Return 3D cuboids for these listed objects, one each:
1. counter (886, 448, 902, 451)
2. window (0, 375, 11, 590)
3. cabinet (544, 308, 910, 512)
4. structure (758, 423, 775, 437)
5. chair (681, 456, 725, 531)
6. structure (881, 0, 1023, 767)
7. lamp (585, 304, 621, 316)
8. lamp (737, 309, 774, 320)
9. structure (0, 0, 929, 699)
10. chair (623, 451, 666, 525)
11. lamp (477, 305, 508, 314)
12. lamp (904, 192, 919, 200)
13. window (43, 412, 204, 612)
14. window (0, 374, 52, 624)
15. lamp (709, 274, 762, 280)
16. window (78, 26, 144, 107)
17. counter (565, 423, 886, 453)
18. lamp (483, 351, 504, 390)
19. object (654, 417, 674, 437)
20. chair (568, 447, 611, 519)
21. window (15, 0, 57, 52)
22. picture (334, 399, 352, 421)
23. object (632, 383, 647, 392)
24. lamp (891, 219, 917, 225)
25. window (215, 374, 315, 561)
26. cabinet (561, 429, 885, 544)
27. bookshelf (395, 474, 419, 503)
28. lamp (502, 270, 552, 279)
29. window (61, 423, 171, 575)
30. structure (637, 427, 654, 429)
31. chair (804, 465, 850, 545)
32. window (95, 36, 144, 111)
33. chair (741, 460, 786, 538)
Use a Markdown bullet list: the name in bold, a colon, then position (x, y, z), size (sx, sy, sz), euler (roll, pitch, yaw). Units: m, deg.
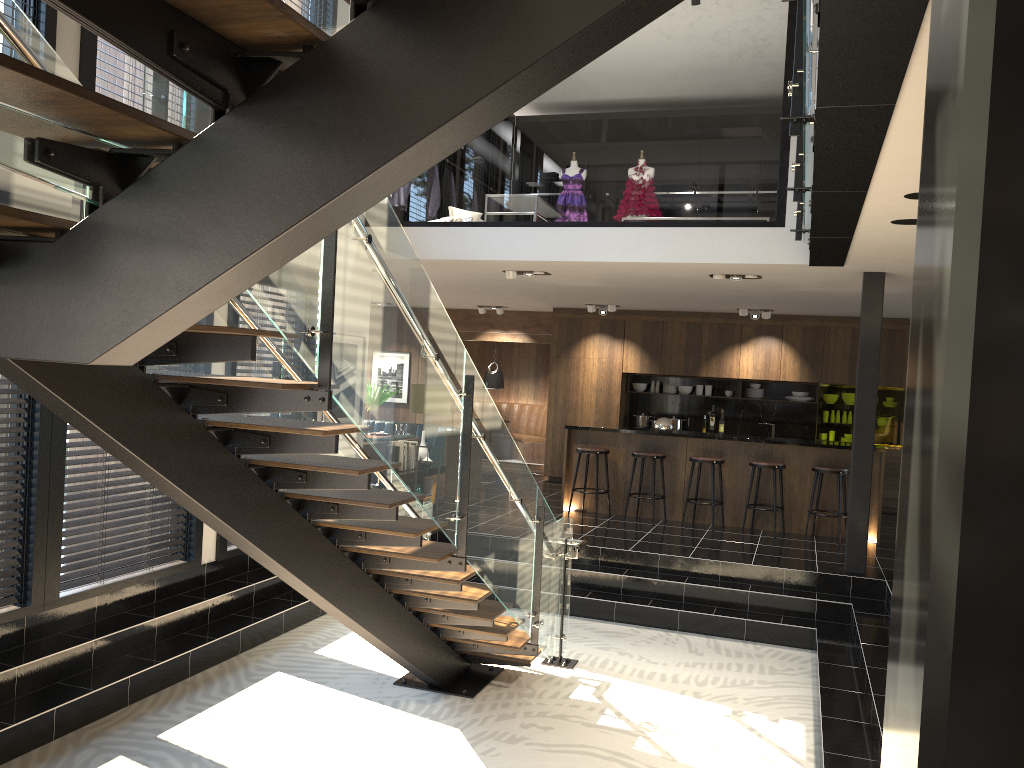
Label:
- **counter**: position (3.946, 0.833, 13.237), size (4.590, 0.005, 0.862), euler (3, 1, 18)
- **window**: position (-3.255, 0.135, 4.762), size (0.005, 2.298, 1.313), euler (4, 1, 18)
- **cabinet**: position (3.969, 0.347, 13.221), size (6.891, 2.691, 0.869), euler (3, 1, 18)
- **structure**: position (3.770, 0.706, 13.146), size (0.242, 0.231, 0.173), euler (4, 1, 18)
- **chair**: position (2.186, 1.229, 10.047), size (0.412, 0.799, 0.412), euler (4, 1, 27)
- **structure**: position (-0.892, 0.461, 0.931), size (3.781, 3.246, 1.149), euler (4, 1, 18)
- **lamp**: position (1.330, -1.154, 12.982), size (0.501, 0.294, 0.349), euler (3, 1, 18)
- **lamp**: position (3.378, -1.040, 12.309), size (0.501, 0.280, 0.349), euler (3, 1, 18)
- **structure**: position (0.248, 0.084, 4.542), size (3.446, 4.870, 7.279), euler (4, 1, 17)
- **chair**: position (1.560, 1.192, 10.252), size (0.412, 0.799, 0.412), euler (4, 1, 27)
- **lamp**: position (-0.318, -1.267, 14.396), size (0.501, 0.280, 0.349), euler (3, 1, 18)
- **lamp**: position (2.303, -1.028, 4.784), size (0.346, 0.247, 0.195), euler (3, 1, 18)
- **window**: position (-2.724, 0.152, 6.153), size (0.358, 2.476, 1.498), euler (4, 1, 18)
- **window**: position (-3.190, 0.139, 4.732), size (0.358, 2.476, 1.498), euler (4, 1, 18)
- **lamp**: position (2.209, -1.114, 8.743), size (0.501, 0.195, 0.349), euler (3, 1, 18)
- **window**: position (-2.545, -2.698, 6.144), size (0.358, 2.476, 1.393), euler (4, 1, 18)
- **counter**: position (2.438, 0.619, 10.429), size (3.572, 0.041, 0.698), euler (3, 1, 18)
- **lamp**: position (-0.300, -0.398, 15.333), size (0.389, 0.974, 0.389), euler (3, 1, -28)
- **object**: position (1.792, 0.505, 10.447), size (0.227, 0.228, 0.227), euler (3, 1, -21)
- **chair**: position (0.934, 1.155, 10.458), size (0.412, 0.799, 0.412), euler (4, 1, 27)
- **window**: position (-3.043, -2.712, 4.627), size (0.358, 2.476, 1.393), euler (4, 1, 18)
- **picture**: position (-1.659, -0.033, 8.786), size (0.028, 0.911, 0.748), euler (4, 1, 18)
- **object**: position (2.019, 0.059, 14.033), size (0.234, 0.138, 0.234), euler (4, 1, 21)
- **lamp**: position (2.548, -1.066, 5.520), size (0.346, 0.158, 0.195), euler (3, 1, 18)
- **window**: position (-2.210, 0.166, 7.716), size (0.358, 2.476, 1.393), euler (4, 1, 18)
- **cabinet**: position (2.410, 1.137, 10.441), size (3.563, 0.994, 0.698), euler (3, 1, 18)
- **bookshelf**: position (-1.169, 1.195, 9.883), size (0.356, 0.500, 1.304), euler (4, 1, 18)
- **lamp**: position (0.160, -1.218, 9.416), size (0.501, 0.231, 0.349), euler (3, 1, 18)
- **window**: position (-2.788, 0.148, 6.183), size (0.005, 2.298, 1.313), euler (4, 1, 18)
- **structure**: position (2.309, 0.711, 13.711), size (0.877, 0.046, 0.533), euler (3, 1, 18)
- **chair**: position (3.438, 1.303, 9.636), size (0.412, 0.799, 0.412), euler (4, 1, 27)
- **window**: position (-2.609, -2.702, 6.173), size (0.005, 2.298, 1.221), euler (4, 1, 18)
- **chair**: position (2.812, 1.266, 9.841), size (0.412, 0.799, 0.412), euler (4, 1, 27)
